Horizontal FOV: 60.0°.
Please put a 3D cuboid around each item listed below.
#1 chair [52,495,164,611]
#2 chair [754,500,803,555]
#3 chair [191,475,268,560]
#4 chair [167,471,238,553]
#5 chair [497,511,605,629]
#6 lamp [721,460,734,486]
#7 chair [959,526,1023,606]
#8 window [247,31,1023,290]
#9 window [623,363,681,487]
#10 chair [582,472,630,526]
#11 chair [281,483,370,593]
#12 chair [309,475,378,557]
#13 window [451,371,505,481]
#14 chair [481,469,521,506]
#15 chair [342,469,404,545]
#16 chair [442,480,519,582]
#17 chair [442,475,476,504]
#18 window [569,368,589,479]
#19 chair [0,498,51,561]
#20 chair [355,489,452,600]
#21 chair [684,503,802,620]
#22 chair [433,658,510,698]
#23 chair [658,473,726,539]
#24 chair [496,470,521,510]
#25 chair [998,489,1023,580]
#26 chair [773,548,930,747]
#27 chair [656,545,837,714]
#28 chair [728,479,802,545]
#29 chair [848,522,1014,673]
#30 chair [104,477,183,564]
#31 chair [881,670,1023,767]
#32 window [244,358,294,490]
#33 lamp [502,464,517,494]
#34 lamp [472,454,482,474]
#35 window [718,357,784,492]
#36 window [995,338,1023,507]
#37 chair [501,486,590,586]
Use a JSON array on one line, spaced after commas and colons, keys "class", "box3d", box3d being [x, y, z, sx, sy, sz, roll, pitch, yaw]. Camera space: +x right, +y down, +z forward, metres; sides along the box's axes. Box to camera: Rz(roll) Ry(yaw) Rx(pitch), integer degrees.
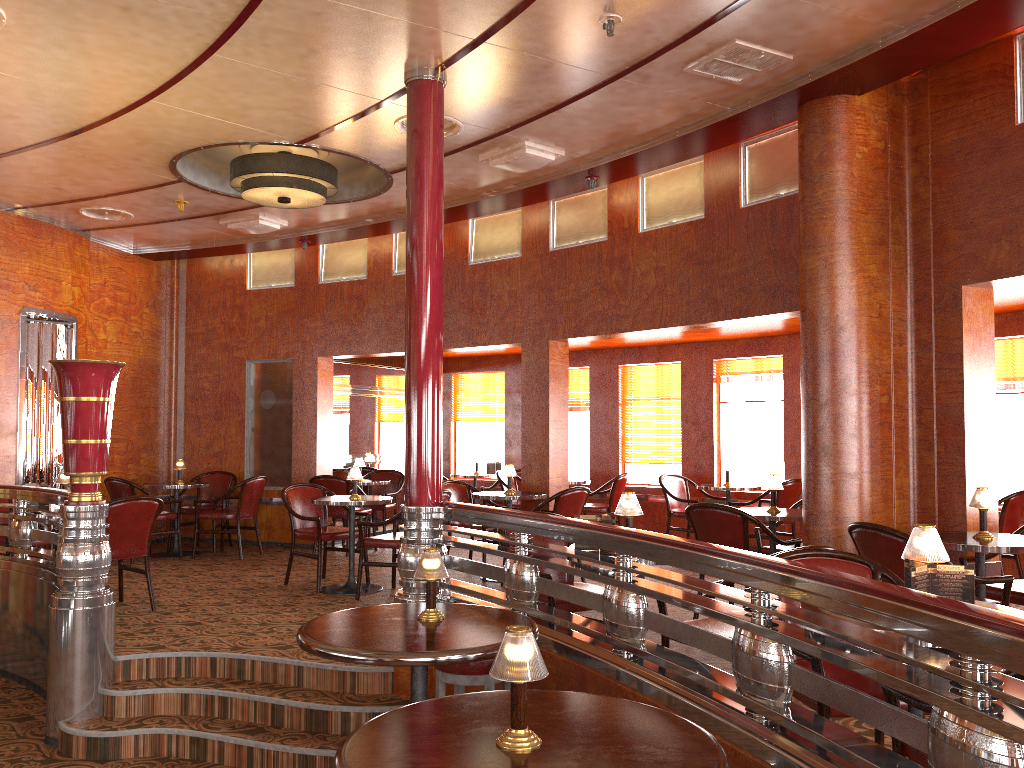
[{"class": "chair", "box3d": [-2.757, 1.166, 6.123, 0.615, 0.816, 0.588, -2, -3, 34]}, {"class": "chair", "box3d": [2.088, 1.175, 6.155, 0.615, 0.816, 0.588, 2, -3, -36]}, {"class": "chair", "box3d": [-2.788, 1.320, 8.907, 0.615, 0.816, 0.588, -1, -3, 14]}, {"class": "chair", "box3d": [-3.271, 1.351, 9.481, 0.588, 0.816, 0.615, 0, -3, 9]}, {"class": "chair", "box3d": [0.248, 1.081, 4.518, 0.588, 0.816, 0.615, 2, -3, -31]}, {"class": "lamp", "box3d": [2.147, 0.885, 8.826, 0.130, 0.250, 0.130, 1, -3, -10]}, {"class": "chair", "box3d": [2.760, 1.089, 4.588, 0.615, 0.816, 0.588, 1, -3, -21]}, {"class": "window", "box3d": [1.108, -1.530, 5.632, 1.957, 0.480, 11.953, 2, -4, -34]}, {"class": "window", "box3d": [1.656, 0.481, 10.361, 0.820, 1.419, 0.040, -2, -3, 40]}, {"class": "chair", "box3d": [0.980, 1.369, 9.697, 0.615, 0.816, 0.588, -1, -3, 24]}, {"class": "chair", "box3d": [-1.567, 1.232, 7.279, 0.615, 0.816, 0.588, -2, -3, 39]}, {"class": "chair", "box3d": [-1.769, 1.336, 9.164, 0.588, 0.816, 0.615, -1, -3, 19]}, {"class": "window", "box3d": [-0.419, 0.557, 11.778, 0.838, 1.436, 0.151, -1, -3, 29]}, {"class": "chair", "box3d": [0.002, 1.429, 10.799, 0.588, 0.816, 0.615, 2, -3, -34]}, {"class": "chair", "box3d": [-1.534, 1.384, 10.033, 0.588, 0.816, 0.615, -1, -3, 19]}, {"class": "chair", "box3d": [-0.330, 1.263, 7.809, 0.615, 0.816, 0.588, -2, -3, 34]}, {"class": "chair", "box3d": [-0.835, 1.434, 10.921, 0.615, 0.816, 0.588, 2, -3, -34]}, {"class": "window", "box3d": [0.656, 0.522, 11.125, 0.820, 1.419, 0.040, -2, -3, 35]}, {"class": "chair", "box3d": [-3.826, 1.198, 6.727, 0.615, 0.816, 0.588, -1, -3, 19]}, {"class": "chair", "box3d": [-0.780, 1.202, 6.731, 0.615, 0.816, 0.588, -1, -3, 24]}, {"class": "chair", "box3d": [1.417, 1.141, 5.565, 0.615, 0.816, 0.588, 2, -4, -41]}, {"class": "chair", "box3d": [-0.162, 1.468, 3.722, 0.350, 0.755, 0.350, -1, -3, 15]}, {"class": "chair", "box3d": [1.839, 1.339, 9.137, 0.588, 0.816, 0.615, 2, -4, -41]}, {"class": "chair", "box3d": [0.135, 1.385, 10.007, 0.615, 0.816, 0.588, -1, -3, 24]}, {"class": "chair", "box3d": [3.756, 1.224, 7.004, 0.588, 0.816, 0.615, 2, -4, -41]}, {"class": "chair", "box3d": [1.137, 0.996, 2.954, 0.588, 0.816, 0.615, 0, -3, -6]}, {"class": "chair", "box3d": [0.978, 1.030, 3.569, 0.588, 0.816, 0.615, 2, -3, -31]}, {"class": "chair", "box3d": [2.474, 1.305, 8.499, 0.588, 0.816, 0.615, 2, -4, -41]}, {"class": "chair", "box3d": [1.977, 1.071, 4.290, 0.615, 0.816, 0.588, 1, -3, -16]}, {"class": "chair", "box3d": [-3.634, 1.305, 8.652, 0.588, 0.816, 0.615, -2, -3, 34]}, {"class": "chair", "box3d": [1.313, 0.951, 2.139, 0.588, 0.816, 0.615, 1, -3, -11]}, {"class": "window", "box3d": [-2.618, 0.451, 9.891, 0.806, 1.439, 0.257, -1, -3, 24]}, {"class": "lamp", "box3d": [-0.021, 0.816, 7.629, 0.130, 0.250, 0.130, 2, -3, -35]}, {"class": "lamp", "box3d": [-0.447, 1.013, 11.203, 0.130, 0.250, 0.130, 0, -3, -8]}, {"class": "window", "box3d": [2.579, 0.435, 9.506, 0.040, 1.419, 0.820, 2, -3, -44]}, {"class": "window", "box3d": [4.163, 0.330, 7.555, 0.040, 1.419, 0.820, 2, -3, -34]}, {"class": "chair", "box3d": [0.313, 1.232, 7.230, 0.615, 0.816, 0.588, -2, -3, 39]}]
